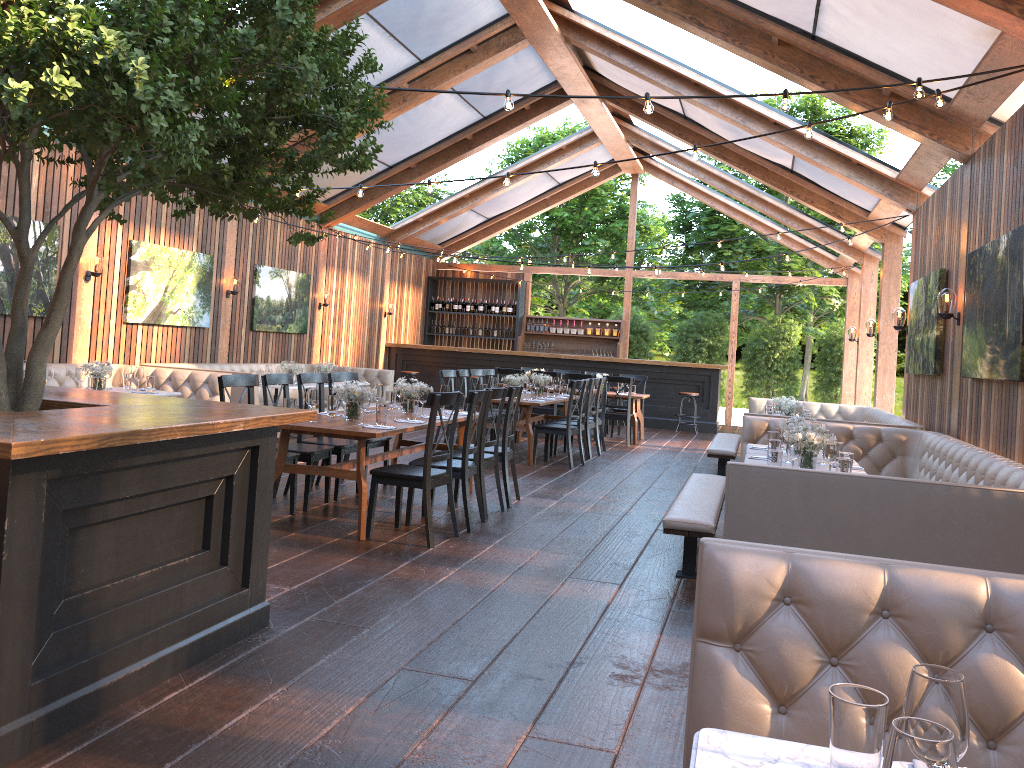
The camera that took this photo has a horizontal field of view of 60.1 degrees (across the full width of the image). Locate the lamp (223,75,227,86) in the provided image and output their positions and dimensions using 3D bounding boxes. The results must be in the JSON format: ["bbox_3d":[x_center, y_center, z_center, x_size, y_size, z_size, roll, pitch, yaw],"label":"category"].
[{"bbox_3d":[-1.539,-1.617,4.749,0.056,0.121,0.056,3,-1,41],"label":"lamp"}]

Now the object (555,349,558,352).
[{"bbox_3d":[0.998,-0.724,19.572,0.124,0.096,0.124,4,1,27],"label":"object"}]

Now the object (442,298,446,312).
[{"bbox_3d":[-1.540,-1.793,20.007,0.077,0.310,0.077,4,-1,-6],"label":"object"}]

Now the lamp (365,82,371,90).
[{"bbox_3d":[-0.777,-1.569,4.773,0.056,0.121,0.056,4,-1,-4],"label":"lamp"}]

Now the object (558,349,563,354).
[{"bbox_3d":[1.055,-0.714,19.424,0.124,0.096,0.124,4,1,27],"label":"object"}]

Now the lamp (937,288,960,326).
[{"bbox_3d":[3.752,-0.666,7.606,0.178,0.320,0.146,4,-1,16],"label":"lamp"}]

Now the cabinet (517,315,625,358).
[{"bbox_3d":[1.247,-0.420,19.350,2.277,2.097,0.492,4,-1,16],"label":"cabinet"}]

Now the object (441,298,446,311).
[{"bbox_3d":[-1.567,-1.802,20.150,0.136,0.316,0.136,4,-1,-22],"label":"object"}]

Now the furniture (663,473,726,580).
[{"bbox_3d":[1.359,0.981,6.404,0.313,0.399,2.326,4,2,16],"label":"furniture"}]

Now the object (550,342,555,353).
[{"bbox_3d":[0.889,-0.803,19.500,0.092,0.245,0.092,4,-1,-9],"label":"object"}]

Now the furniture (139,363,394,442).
[{"bbox_3d":[-3.279,0.192,12.433,1.711,0.860,4.154,4,2,16],"label":"furniture"}]

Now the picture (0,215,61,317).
[{"bbox_3d":[-5.133,-1.191,8.720,0.065,0.999,1.648,3,1,16],"label":"picture"}]

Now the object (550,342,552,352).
[{"bbox_3d":[0.878,-0.808,19.614,0.092,0.245,0.092,4,-1,-9],"label":"object"}]

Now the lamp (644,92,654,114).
[{"bbox_3d":[0.747,-1.530,4.822,0.056,0.121,0.056,4,-1,-18],"label":"lamp"}]

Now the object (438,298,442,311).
[{"bbox_3d":[-1.620,-1.798,20.051,0.077,0.307,0.077,3,-1,32],"label":"object"}]

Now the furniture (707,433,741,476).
[{"bbox_3d":[2.584,0.878,10.751,0.313,0.399,2.326,4,2,16],"label":"furniture"}]

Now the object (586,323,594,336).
[{"bbox_3d":[1.703,-1.201,19.399,0.176,0.289,0.109,4,-1,11],"label":"object"}]

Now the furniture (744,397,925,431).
[{"bbox_3d":[3.638,0.728,10.473,1.711,0.860,4.154,4,2,16],"label":"furniture"}]

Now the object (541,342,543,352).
[{"bbox_3d":[0.684,-0.823,19.659,0.092,0.245,0.092,3,-1,36],"label":"object"}]

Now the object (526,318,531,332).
[{"bbox_3d":[0.385,-1.321,19.796,0.094,0.319,0.094,3,-1,16],"label":"object"}]

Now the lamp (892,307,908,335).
[{"bbox_3d":[4.493,-0.728,10.235,0.178,0.320,0.146,4,-1,16],"label":"lamp"}]

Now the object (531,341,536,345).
[{"bbox_3d":[0.475,-0.835,19.618,0.092,0.245,0.092,3,-1,36],"label":"object"}]

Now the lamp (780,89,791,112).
[{"bbox_3d":[1.506,-1.562,4.877,0.062,0.119,0.056,4,-1,-32],"label":"lamp"}]

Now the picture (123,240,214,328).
[{"bbox_3d":[-4.382,-1.255,11.405,0.065,0.999,1.648,3,1,16],"label":"picture"}]

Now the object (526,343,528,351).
[{"bbox_3d":[0.322,-0.813,19.571,0.070,0.186,0.069,3,-1,20],"label":"object"}]

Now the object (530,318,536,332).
[{"bbox_3d":[0.477,-1.313,19.742,0.094,0.319,0.094,3,-1,31],"label":"object"}]

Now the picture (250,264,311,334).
[{"bbox_3d":[-3.645,-1.318,14.045,0.065,0.999,1.648,3,1,16],"label":"picture"}]

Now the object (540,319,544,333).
[{"bbox_3d":[0.671,-1.297,19.683,0.094,0.319,0.094,4,-1,11],"label":"object"}]

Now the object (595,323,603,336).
[{"bbox_3d":[1.896,-1.187,19.367,0.176,0.289,0.109,4,-1,21],"label":"object"}]

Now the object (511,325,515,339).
[{"bbox_3d":[0.033,-1.162,19.598,0.094,0.309,0.094,3,-2,42],"label":"object"}]

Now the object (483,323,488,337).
[{"bbox_3d":[-0.587,-1.210,19.774,0.094,0.309,0.094,3,-2,43],"label":"object"}]

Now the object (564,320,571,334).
[{"bbox_3d":[1.221,-1.250,19.533,0.138,0.311,0.138,3,-1,20],"label":"object"}]

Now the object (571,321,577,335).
[{"bbox_3d":[1.364,-1.239,19.485,0.138,0.311,0.138,4,-1,10],"label":"object"}]

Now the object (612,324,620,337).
[{"bbox_3d":[2.260,-1.159,19.259,0.176,0.289,0.109,4,-1,21],"label":"object"}]

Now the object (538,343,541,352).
[{"bbox_3d":[0.589,-0.831,19.706,0.092,0.245,0.092,3,-1,36],"label":"object"}]

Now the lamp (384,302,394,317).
[{"bbox_3d":[-2.483,-1.509,17.943,0.178,0.320,0.146,4,-1,16],"label":"lamp"}]

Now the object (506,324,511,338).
[{"bbox_3d":[-0.076,-1.169,19.591,0.094,0.309,0.094,3,-1,17],"label":"object"}]

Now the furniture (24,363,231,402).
[{"bbox_3d":[-4.505,0.295,8.084,1.711,0.860,4.154,4,2,16],"label":"furniture"}]

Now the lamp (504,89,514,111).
[{"bbox_3d":[-0.015,-1.537,4.785,0.056,0.120,0.056,4,-1,3],"label":"lamp"}]

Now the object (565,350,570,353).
[{"bbox_3d":[1.214,-0.704,19.437,0.124,0.096,0.124,4,1,4],"label":"object"}]

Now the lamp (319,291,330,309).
[{"bbox_3d":[-3.231,-1.446,15.289,0.178,0.320,0.146,4,-1,16],"label":"lamp"}]

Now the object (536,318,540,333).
[{"bbox_3d":[0.583,-1.306,19.743,0.094,0.319,0.094,4,-1,11],"label":"object"}]

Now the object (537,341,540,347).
[{"bbox_3d":[0.582,-0.826,19.581,0.092,0.245,0.092,3,-1,36],"label":"object"}]

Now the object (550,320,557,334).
[{"bbox_3d":[0.920,-1.274,19.628,0.138,0.311,0.138,3,-1,20],"label":"object"}]

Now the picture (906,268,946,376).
[{"bbox_3d":[4.174,-0.592,8.966,0.065,0.999,1.648,3,1,16],"label":"picture"}]

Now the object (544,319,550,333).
[{"bbox_3d":[0.777,-1.290,19.671,0.094,0.319,0.094,3,-1,26],"label":"object"}]

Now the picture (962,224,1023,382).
[{"bbox_3d":[3.424,-0.528,6.281,0.065,0.999,1.648,3,1,16],"label":"picture"}]

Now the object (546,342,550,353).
[{"bbox_3d":[0.785,-0.811,19.520,0.092,0.245,0.092,4,-1,-9],"label":"object"}]

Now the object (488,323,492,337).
[{"bbox_3d":[-0.485,-1.200,19.707,0.094,0.309,0.094,4,-1,-19],"label":"object"}]

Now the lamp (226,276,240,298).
[{"bbox_3d":[-3.976,-1.384,12.644,0.178,0.320,0.146,4,-1,16],"label":"lamp"}]

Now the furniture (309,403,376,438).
[{"bbox_3d":[-2.228,0.505,12.119,0.313,0.399,2.326,4,2,16],"label":"furniture"}]

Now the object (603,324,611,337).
[{"bbox_3d":[2.071,-1.172,19.276,0.176,0.289,0.109,4,-1,11],"label":"object"}]

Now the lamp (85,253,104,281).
[{"bbox_3d":[-4.717,-1.322,10.015,0.178,0.320,0.146,4,-1,16],"label":"lamp"}]

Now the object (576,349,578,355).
[{"bbox_3d":[1.456,-0.705,19.416,0.097,0.134,0.097,4,0,2],"label":"object"}]

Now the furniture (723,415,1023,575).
[{"bbox_3d":[2.409,0.831,6.113,1.711,0.860,4.154,4,2,16],"label":"furniture"}]

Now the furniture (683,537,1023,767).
[{"bbox_3d":[0.769,0.968,0.295,1.711,0.860,4.154,4,2,16],"label":"furniture"}]

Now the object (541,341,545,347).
[{"bbox_3d":[0.689,-0.818,19.558,0.092,0.245,0.092,4,-1,-9],"label":"object"}]

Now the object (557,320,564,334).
[{"bbox_3d":[1.070,-1.262,19.581,0.138,0.311,0.138,4,-1,16],"label":"object"}]

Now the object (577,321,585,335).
[{"bbox_3d":[1.522,-1.228,19.462,0.138,0.311,0.138,3,-1,20],"label":"object"}]
